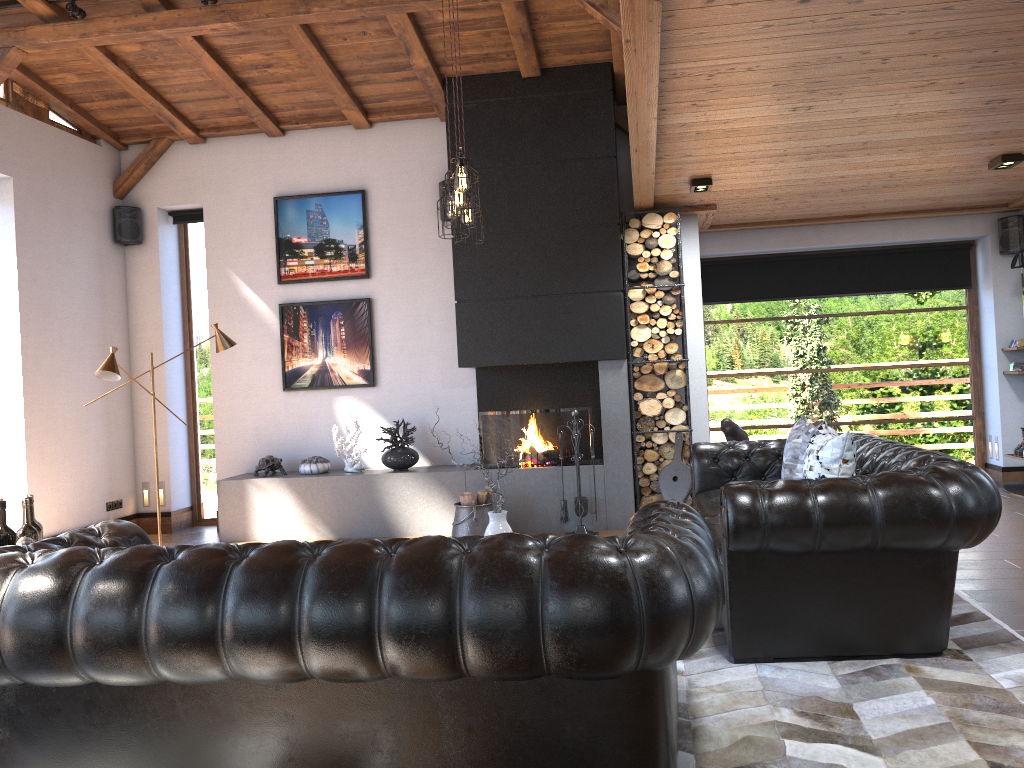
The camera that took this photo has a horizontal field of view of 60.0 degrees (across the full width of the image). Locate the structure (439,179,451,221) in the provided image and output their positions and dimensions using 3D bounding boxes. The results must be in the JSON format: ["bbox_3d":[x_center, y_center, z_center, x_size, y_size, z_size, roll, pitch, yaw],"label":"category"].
[{"bbox_3d":[-0.556,-1.648,7.958,0.213,0.349,0.214,-3,0,8],"label":"structure"}]

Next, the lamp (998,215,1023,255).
[{"bbox_3d":[4.742,-1.409,8.395,0.213,0.349,0.214,-3,0,8],"label":"lamp"}]

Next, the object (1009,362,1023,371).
[{"bbox_3d":[4.800,-0.167,8.324,0.186,0.084,0.356,-3,0,44],"label":"object"}]

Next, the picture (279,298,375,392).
[{"bbox_3d":[-1.711,-0.359,8.181,0.876,0.816,0.036,-3,-1,7],"label":"picture"}]

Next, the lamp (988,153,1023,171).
[{"bbox_3d":[3.563,-1.608,6.397,0.155,0.068,0.262,-3,0,8],"label":"lamp"}]

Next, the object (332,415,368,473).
[{"bbox_3d":[-1.435,0.527,7.800,0.261,0.532,0.423,-3,0,-23],"label":"object"}]

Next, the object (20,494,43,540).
[{"bbox_3d":[-2.037,0.612,3.758,0.087,0.286,0.088,-3,-1,18],"label":"object"}]

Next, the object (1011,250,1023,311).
[{"bbox_3d":[4.543,-0.571,7.897,0.121,1.250,0.059,-3,-1,-10],"label":"object"}]

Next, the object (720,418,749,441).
[{"bbox_3d":[1.618,0.401,6.398,0.251,0.319,0.147,-3,0,-41],"label":"object"}]

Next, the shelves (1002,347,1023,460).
[{"bbox_3d":[4.322,0.182,5.195,0.610,0.988,6.666,-3,0,9],"label":"shelves"}]

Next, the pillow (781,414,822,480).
[{"bbox_3d":[1.753,0.427,5.313,0.282,0.469,0.531,-3,0,11],"label":"pillow"}]

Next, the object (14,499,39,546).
[{"bbox_3d":[-1.959,0.609,3.578,0.088,0.286,0.087,-3,-1,-15],"label":"object"}]

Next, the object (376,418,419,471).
[{"bbox_3d":[-0.994,0.531,7.810,0.337,0.455,0.337,-3,0,33],"label":"object"}]

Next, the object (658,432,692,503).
[{"bbox_3d":[1.339,0.786,7.216,0.269,0.795,0.262,-3,0,-9],"label":"object"}]

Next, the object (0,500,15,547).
[{"bbox_3d":[-2.061,0.614,3.595,0.089,0.286,0.086,-3,-1,-42],"label":"object"}]

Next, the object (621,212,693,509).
[{"bbox_3d":[1.241,-0.123,7.555,0.492,2.612,0.468,-3,-1,8],"label":"object"}]

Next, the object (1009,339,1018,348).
[{"bbox_3d":[4.802,-0.386,8.407,0.159,0.084,0.190,-3,0,7],"label":"object"}]

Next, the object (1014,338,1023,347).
[{"bbox_3d":[4.775,-0.384,8.230,0.189,0.084,0.160,-3,0,7],"label":"object"}]

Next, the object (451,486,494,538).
[{"bbox_3d":[-0.302,1.054,7.136,0.379,0.431,0.388,-3,0,34],"label":"object"}]

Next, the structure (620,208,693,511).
[{"bbox_3d":[1.246,-0.130,7.545,0.500,2.617,0.513,-3,-1,8],"label":"structure"}]

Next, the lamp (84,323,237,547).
[{"bbox_3d":[-2.842,0.446,7.165,0.522,1.899,1.336,-3,0,29],"label":"lamp"}]

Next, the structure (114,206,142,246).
[{"bbox_3d":[-3.618,-1.490,8.348,0.213,0.349,0.214,-3,0,8],"label":"structure"}]

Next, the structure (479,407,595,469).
[{"bbox_3d":[0.197,0.475,7.544,0.979,0.514,0.184,-3,0,7],"label":"structure"}]

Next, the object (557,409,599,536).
[{"bbox_3d":[0.531,0.712,7.123,0.311,1.018,0.304,-3,-1,-37],"label":"object"}]

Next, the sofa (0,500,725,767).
[{"bbox_3d":[-0.578,0.867,2.960,2.558,0.838,1.243,-3,0,7],"label":"sofa"}]

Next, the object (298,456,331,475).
[{"bbox_3d":[-1.771,0.724,7.933,0.280,0.160,0.260,-3,0,10],"label":"object"}]

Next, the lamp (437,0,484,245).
[{"bbox_3d":[-0.356,-1.958,5.109,0.262,2.202,0.802,-3,0,-1],"label":"lamp"}]

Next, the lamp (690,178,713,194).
[{"bbox_3d":[1.420,-1.498,6.665,0.155,0.068,0.262,-3,0,8],"label":"lamp"}]

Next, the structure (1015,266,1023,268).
[{"bbox_3d":[4.602,-1.049,7.563,0.318,0.135,1.054,-3,0,9],"label":"structure"}]

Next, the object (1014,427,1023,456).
[{"bbox_3d":[4.638,0.502,7.992,0.252,0.270,0.116,-3,0,-2],"label":"object"}]

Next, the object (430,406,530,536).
[{"bbox_3d":[-0.109,0.495,4.450,0.403,0.808,0.624,-3,0,19],"label":"object"}]

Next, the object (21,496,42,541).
[{"bbox_3d":[-1.995,0.610,3.670,0.088,0.286,0.087,-3,-1,-14],"label":"object"}]

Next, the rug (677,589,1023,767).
[{"bbox_3d":[1.127,1.167,4.362,2.423,0.053,4.058,-3,0,9],"label":"rug"}]

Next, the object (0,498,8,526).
[{"bbox_3d":[-2.115,0.617,3.669,0.087,0.286,0.088,-3,-1,20],"label":"object"}]

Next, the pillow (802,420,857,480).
[{"bbox_3d":[1.651,0.435,4.638,0.282,0.469,0.531,-3,0,11],"label":"pillow"}]

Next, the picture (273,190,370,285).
[{"bbox_3d":[-1.763,-1.353,8.191,0.876,0.816,0.036,-3,-1,7],"label":"picture"}]

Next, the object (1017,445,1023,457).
[{"bbox_3d":[4.618,0.503,7.875,0.250,0.270,0.117,-3,0,13],"label":"object"}]

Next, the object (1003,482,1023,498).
[{"bbox_3d":[4.634,0.971,7.588,0.307,0.065,1.629,-3,0,9],"label":"object"}]

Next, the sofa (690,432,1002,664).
[{"bbox_3d":[1.648,0.745,4.837,1.236,0.838,2.574,-3,0,8],"label":"sofa"}]

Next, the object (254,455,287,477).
[{"bbox_3d":[-2.166,0.733,7.964,0.229,0.183,0.400,-3,0,-38],"label":"object"}]
